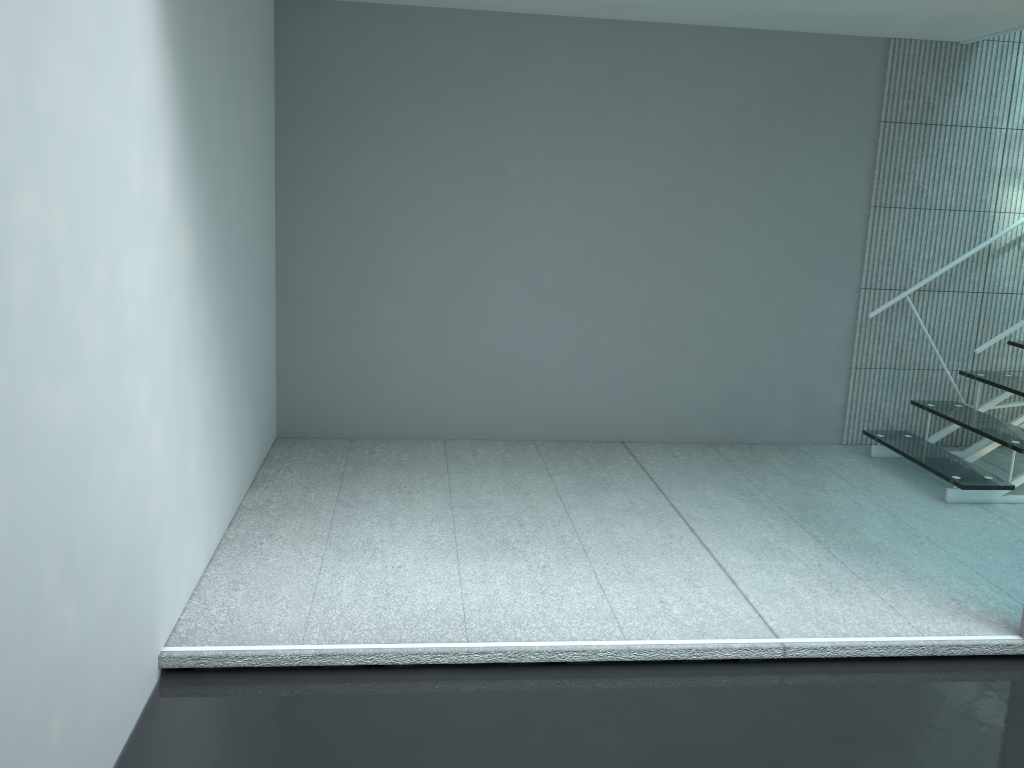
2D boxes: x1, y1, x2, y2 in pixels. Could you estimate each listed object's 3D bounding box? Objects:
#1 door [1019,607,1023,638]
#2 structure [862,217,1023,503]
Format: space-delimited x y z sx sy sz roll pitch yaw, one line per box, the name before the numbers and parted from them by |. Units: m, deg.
door | 1.974 -0.247 2.433 0.865 2.051 0.077 1 11 -7
structure | 3.575 -2.359 3.210 3.295 5.969 1.922 1 11 -7
